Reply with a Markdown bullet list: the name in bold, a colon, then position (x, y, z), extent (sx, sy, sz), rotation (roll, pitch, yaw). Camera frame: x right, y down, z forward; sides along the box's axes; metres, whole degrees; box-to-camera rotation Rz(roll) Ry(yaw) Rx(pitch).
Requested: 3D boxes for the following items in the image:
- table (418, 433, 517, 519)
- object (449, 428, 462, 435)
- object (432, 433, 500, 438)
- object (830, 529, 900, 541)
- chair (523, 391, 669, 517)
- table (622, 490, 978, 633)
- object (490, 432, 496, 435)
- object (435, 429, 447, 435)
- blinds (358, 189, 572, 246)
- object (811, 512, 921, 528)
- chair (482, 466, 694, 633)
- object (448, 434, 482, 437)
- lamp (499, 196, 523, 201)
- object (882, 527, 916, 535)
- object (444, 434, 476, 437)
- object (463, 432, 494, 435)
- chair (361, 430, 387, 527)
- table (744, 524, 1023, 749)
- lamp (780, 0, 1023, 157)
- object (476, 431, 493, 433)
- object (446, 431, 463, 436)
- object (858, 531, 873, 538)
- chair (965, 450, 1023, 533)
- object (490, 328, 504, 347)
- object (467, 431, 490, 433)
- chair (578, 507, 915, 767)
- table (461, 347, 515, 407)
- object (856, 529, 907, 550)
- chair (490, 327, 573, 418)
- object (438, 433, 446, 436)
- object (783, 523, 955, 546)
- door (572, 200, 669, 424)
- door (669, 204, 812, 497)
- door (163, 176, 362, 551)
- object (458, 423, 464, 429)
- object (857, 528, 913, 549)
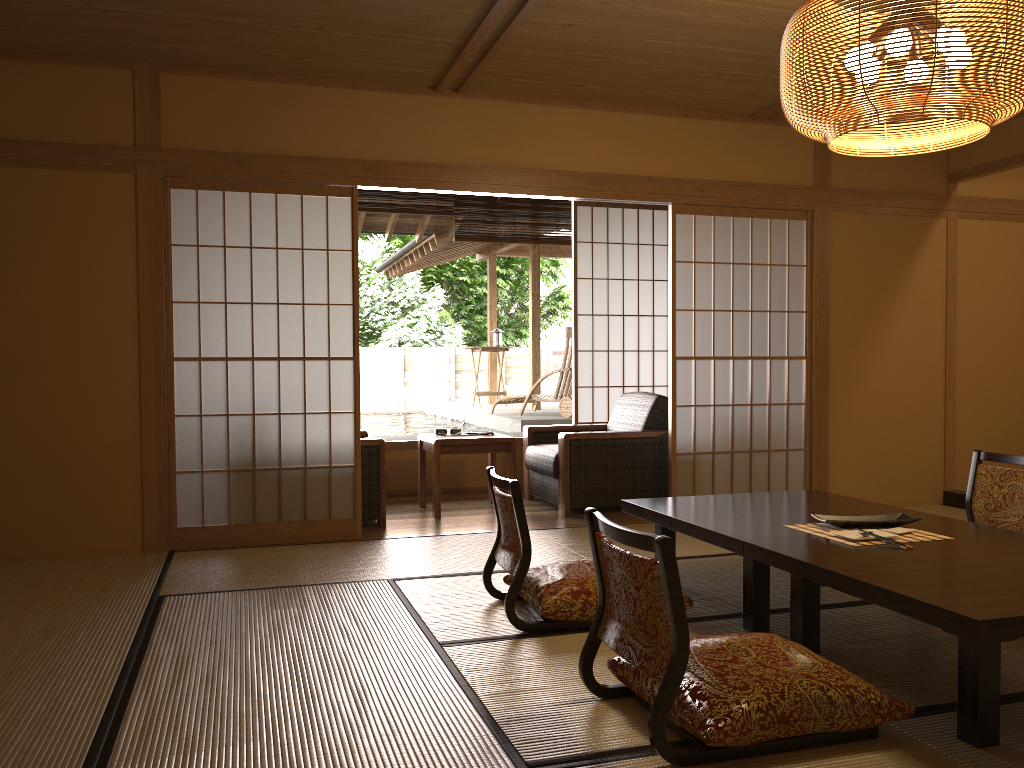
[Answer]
- **table**: position (-0.308, 0.590, 5.900), extent (0.540, 0.500, 0.540), rotation (-1, 2, -17)
- **object**: position (-0.379, 0.319, 5.956), extent (0.084, 0.037, 0.084), rotation (-1, 1, -25)
- **object**: position (-0.308, 0.340, 5.891), extent (0.401, 0.003, 0.300), rotation (-1, 1, -17)
- **object**: position (1.193, 0.513, 3.002), extent (0.180, 0.014, 0.130), rotation (-1, 1, -15)
- **chair**: position (0.618, 0.445, 6.138), extent (0.943, 0.780, 0.872), rotation (-1, 2, -17)
- **table**: position (1.106, 0.692, 3.599), extent (0.994, 0.357, 0.994), rotation (-1, 1, -17)
- **object**: position (-0.128, 0.329, 5.862), extent (0.050, 0.018, 0.015), rotation (-1, 2, -30)
- **object**: position (-0.475, 0.320, 5.924), extent (0.084, 0.037, 0.084), rotation (0, 1, 11)
- **blinds**: position (-0.446, -1.386, 6.769), extent (1.932, 0.595, 0.048), rotation (-1, 2, -17)
- **object**: position (1.280, 0.497, 3.214), extent (0.349, 0.039, 0.129), rotation (0, 1, -4)
- **chair**: position (0.262, 0.605, 3.410), extent (0.686, 0.547, 0.582), rotation (-1, 2, -13)
- **object**: position (-0.307, 0.337, 5.802), extent (0.230, 0.007, 0.006), rotation (-1, 2, -21)
- **lamp**: position (0.014, -1.573, 5.875), extent (0.330, 0.682, 0.330), rotation (-1, 2, -17)
- **object**: position (1.348, 0.514, 3.087), extent (0.099, 0.013, 0.067), rotation (-1, 1, -34)
- **object**: position (-0.342, 0.337, 5.808), extent (0.230, 0.007, 0.006), rotation (-1, 2, -28)
- **object**: position (-0.219, 0.330, 5.938), extent (0.181, 0.015, 0.131), rotation (0, 1, 28)
- **chair**: position (-1.291, 0.466, 5.558), extent (0.943, 0.780, 0.872), rotation (-1, 2, -17)
- **table**: position (1.397, 0.706, 2.648), extent (0.994, 0.357, 0.994), rotation (-1, 1, -17)
- **lamp**: position (1.291, -1.213, 2.891), extent (0.798, 0.826, 0.798), rotation (0, 2, 7)
- **object**: position (-0.218, 0.319, 5.943), extent (0.230, 0.007, 0.006), rotation (0, 2, 39)
- **object**: position (-0.380, 0.327, 5.837), extent (0.130, 0.026, 0.038), rotation (-1, 1, -32)
- **object**: position (1.191, 0.508, 2.986), extent (0.050, 0.018, 0.015), rotation (-1, 2, -20)
- **chair**: position (1.959, 0.587, 3.864), extent (0.699, 0.547, 0.582), rotation (-1, 2, -18)
- **object**: position (-0.182, -0.577, 11.040), extent (0.176, 0.240, 0.176), rotation (1, 2, 42)
- **object**: position (-0.228, 0.319, 5.921), extent (0.006, 0.007, 0.230), rotation (-2, 2, -43)
- **chair**: position (0.585, 0.620, 2.372), extent (0.699, 0.547, 0.582), rotation (-1, 2, -18)
- **table**: position (-0.291, -0.090, 11.001), extent (0.669, 0.732, 0.669), rotation (-1, 2, -14)
- **object**: position (1.211, 0.509, 2.916), extent (0.006, 0.030, 0.229), rotation (-1, 1, -19)
- **chair**: position (0.410, -0.117, 8.842), extent (0.677, 0.852, 1.225), rotation (-2, 2, -42)
- **object**: position (-0.459, 0.331, 5.830), extent (0.050, 0.018, 0.015), rotation (0, 2, 25)
- **object**: position (1.242, 0.519, 3.116), extent (0.401, 0.003, 0.398), rotation (-1, 1, -17)
- **door**: position (0.958, -0.529, 7.164), extent (0.992, 1.874, 0.040), rotation (-1, 2, -17)
- **door**: position (1.445, -0.135, 5.587), extent (0.992, 1.935, 0.040), rotation (-1, 2, -17)
- **door**: position (-1.316, -0.105, 4.747), extent (0.992, 1.935, 0.040), rotation (-1, 2, -17)
- **object**: position (-0.364, 0.296, 5.975), extent (0.038, 0.068, 0.117), rotation (1, 2, 38)
- **object**: position (1.226, 0.509, 2.924), extent (0.006, 0.030, 0.229), rotation (-1, 1, -25)
